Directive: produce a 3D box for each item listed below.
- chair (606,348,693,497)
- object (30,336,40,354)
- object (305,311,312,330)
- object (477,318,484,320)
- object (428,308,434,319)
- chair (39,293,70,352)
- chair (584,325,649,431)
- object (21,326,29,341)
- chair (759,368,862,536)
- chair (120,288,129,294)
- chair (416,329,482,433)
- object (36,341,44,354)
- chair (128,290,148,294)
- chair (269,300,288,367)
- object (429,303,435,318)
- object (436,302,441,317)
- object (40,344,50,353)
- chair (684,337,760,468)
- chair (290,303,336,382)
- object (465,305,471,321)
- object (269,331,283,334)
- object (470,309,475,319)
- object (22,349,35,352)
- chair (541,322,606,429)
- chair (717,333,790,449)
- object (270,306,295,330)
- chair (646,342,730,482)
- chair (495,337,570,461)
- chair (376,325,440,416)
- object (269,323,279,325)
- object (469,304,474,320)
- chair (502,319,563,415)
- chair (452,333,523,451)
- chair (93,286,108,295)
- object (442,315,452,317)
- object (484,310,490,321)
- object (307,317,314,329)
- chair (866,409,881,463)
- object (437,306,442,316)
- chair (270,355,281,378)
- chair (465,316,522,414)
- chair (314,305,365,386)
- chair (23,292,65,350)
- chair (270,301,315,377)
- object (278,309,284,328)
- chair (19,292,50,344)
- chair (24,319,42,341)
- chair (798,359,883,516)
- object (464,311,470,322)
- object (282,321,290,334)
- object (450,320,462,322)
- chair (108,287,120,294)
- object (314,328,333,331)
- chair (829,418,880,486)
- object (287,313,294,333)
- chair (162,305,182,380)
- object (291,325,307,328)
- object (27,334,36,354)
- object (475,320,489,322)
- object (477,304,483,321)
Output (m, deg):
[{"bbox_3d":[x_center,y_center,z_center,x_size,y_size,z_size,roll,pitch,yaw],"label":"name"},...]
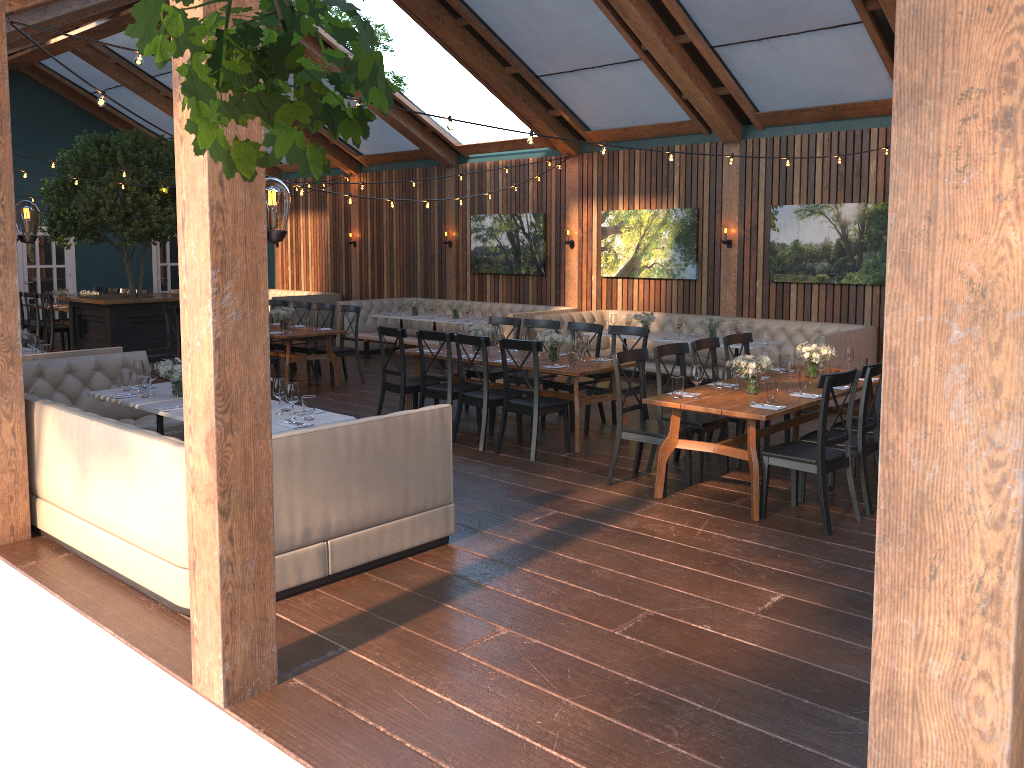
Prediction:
[{"bbox_3d":[1.058,0.267,6.730,0.541,1.014,0.479,5,7,37],"label":"chair"},{"bbox_3d":[-4.801,-0.363,8.911,0.092,0.243,0.093,0,6,0],"label":"object"},{"bbox_3d":[-2.637,-0.821,11.458,0.092,0.243,0.093,-2,6,-22],"label":"object"},{"bbox_3d":[-0.473,-1.024,13.839,0.158,0.019,0.256,8,12,42],"label":"object"},{"bbox_3d":[-1.276,-1.109,13.932,0.092,0.157,0.092,3,7,29],"label":"object"},{"bbox_3d":[-7.658,-1.031,14.968,0.479,1.014,0.541,5,8,42],"label":"chair"},{"bbox_3d":[1.041,-0.047,8.727,0.479,1.014,0.541,5,8,42],"label":"chair"},{"bbox_3d":[-5.192,-0.438,9.177,0.337,0.307,0.331,-4,8,-31],"label":"object"},{"bbox_3d":[1.989,0.400,5.884,0.479,1.014,0.541,-5,8,-42],"label":"chair"},{"bbox_3d":[-7.239,-1.233,16.253,0.479,1.014,0.541,5,8,42],"label":"chair"},{"bbox_3d":[-0.613,-0.021,8.558,0.478,1.014,0.542,5,8,39],"label":"chair"},{"bbox_3d":[-4.926,-0.368,9.215,0.092,0.157,0.092,3,7,29],"label":"object"},{"bbox_3d":[-6.826,-1.170,15.851,0.478,1.014,0.542,3,7,25],"label":"chair"},{"bbox_3d":[-3.552,-0.705,12.902,0.479,1.014,0.541,5,8,42],"label":"chair"},{"bbox_3d":[-1.265,-1.168,14.036,0.092,0.243,0.093,0,6,0],"label":"object"},{"bbox_3d":[-1.189,-1.209,14.296,0.092,0.243,0.093,0,6,0],"label":"object"},{"bbox_3d":[-4.692,-0.319,8.904,0.092,0.157,0.092,-1,6,-11],"label":"object"},{"bbox_3d":[1.813,0.137,7.555,0.541,1.014,0.479,5,7,37],"label":"chair"},{"bbox_3d":[-2.724,-0.586,12.149,0.479,1.014,0.541,5,8,42],"label":"chair"},{"bbox_3d":[-0.674,-1.084,13.504,0.092,0.243,0.092,-6,8,-44],"label":"object"},{"bbox_3d":[-2.954,-0.645,11.056,0.158,0.019,0.256,8,12,42],"label":"object"},{"bbox_3d":[-0.624,-1.104,13.904,0.092,0.157,0.092,3,7,29],"label":"object"},{"bbox_3d":[-5.330,-0.367,9.655,0.158,0.019,0.256,8,12,42],"label":"object"},{"bbox_3d":[0.627,-0.106,9.104,0.541,1.014,0.479,-5,8,-42],"label":"chair"},{"bbox_3d":[2.191,0.073,7.967,0.541,1.014,0.479,5,8,42],"label":"chair"},{"bbox_3d":[-2.977,-0.858,11.484,0.329,0.307,0.338,-1,7,-10],"label":"object"},{"bbox_3d":[1.435,0.202,7.142,0.541,1.014,0.479,5,8,42],"label":"chair"},{"bbox_3d":[0.192,0.098,7.800,0.479,1.014,0.541,5,8,42],"label":"chair"},{"bbox_3d":[-1.051,-0.078,8.918,0.541,1.014,0.479,-5,8,-40],"label":"chair"},{"bbox_3d":[-3.291,-0.829,12.249,0.158,0.019,0.256,8,12,42],"label":"object"},{"bbox_3d":[-0.635,-1.129,13.792,0.092,0.243,0.093,0,6,0],"label":"object"},{"bbox_3d":[0.214,-0.166,9.480,0.478,1.014,0.542,4,7,37],"label":"chair"},{"bbox_3d":[-0.226,0.040,8.171,0.541,1.014,0.479,-5,8,-42],"label":"chair"},{"bbox_3d":[-8.067,-1.352,17.005,0.478,1.014,0.542,4,7,37],"label":"chair"},{"bbox_3d":[-1.028,-1.103,14.343,0.158,0.019,0.256,8,12,42],"label":"object"},{"bbox_3d":[-0.390,-1.055,13.593,0.092,0.157,0.092,-1,6,-11],"label":"object"},{"bbox_3d":[-2.630,-0.794,11.559,0.092,0.157,0.092,-1,6,-11],"label":"object"},{"bbox_3d":[3.122,0.206,7.120,0.541,1.014,0.479,5,7,37],"label":"chair"},{"bbox_3d":[-1.178,-1.183,14.408,0.092,0.157,0.092,3,7,29],"label":"object"},{"bbox_3d":[-3.171,-0.380,10.833,0.478,1.014,0.542,4,7,37],"label":"chair"},{"bbox_3d":[-0.200,-0.225,9.856,0.479,1.014,0.541,5,8,42],"label":"chair"},{"bbox_3d":[-2.310,-0.527,11.773,0.541,1.014,0.479,-5,8,-42],"label":"chair"},{"bbox_3d":[-8.105,-1.085,15.309,0.478,1.014,0.542,4,7,37],"label":"chair"},{"bbox_3d":[-3.137,-0.646,12.525,0.478,1.014,0.542,4,7,37],"label":"chair"},{"bbox_3d":[-3.079,-0.879,11.818,0.092,0.243,0.093,-1,6,-5],"label":"object"},{"bbox_3d":[-8.529,-1.142,15.673,0.541,1.014,0.479,-5,8,-42],"label":"chair"},{"bbox_3d":[-8.889,-1.211,16.108,0.541,1.014,0.479,-5,8,-42],"label":"chair"},{"bbox_3d":[2.366,0.336,6.296,0.541,1.014,0.479,5,7,37],"label":"chair"},{"bbox_3d":[-0.685,-1.025,13.399,0.092,0.157,0.092,3,7,29],"label":"object"},{"bbox_3d":[-2.794,-0.699,10.954,0.092,0.157,0.092,-1,6,-11],"label":"object"},{"bbox_3d":[-0.836,-0.967,13.476,0.158,0.019,0.256,8,12,42],"label":"object"},{"bbox_3d":[-7.654,-1.292,16.630,0.541,1.014,0.479,-5,8,-42],"label":"chair"},{"bbox_3d":[-2.466,-0.713,11.488,0.158,0.019,0.256,8,12,42],"label":"object"},{"bbox_3d":[2.744,0.271,6.708,0.541,1.014,0.479,5,8,42],"label":"chair"},{"bbox_3d":[-2.779,-0.764,11.097,0.092,0.243,0.092,-6,8,-44],"label":"object"},{"bbox_3d":[-4.405,-0.559,11.970,0.541,1.014,0.479,-5,8,-42],"label":"chair"},{"bbox_3d":[-2.899,-0.775,11.882,0.158,0.019,0.256,8,12,42],"label":"object"},{"bbox_3d":[-4.937,-0.394,9.103,0.092,0.243,0.093,0,6,0],"label":"object"},{"bbox_3d":[-0.461,-0.962,13.449,0.256,0.019,0.158,8,12,42],"label":"object"},{"bbox_3d":[-0.499,-1.099,13.600,0.092,0.243,0.093,0,6,0],"label":"object"}]
